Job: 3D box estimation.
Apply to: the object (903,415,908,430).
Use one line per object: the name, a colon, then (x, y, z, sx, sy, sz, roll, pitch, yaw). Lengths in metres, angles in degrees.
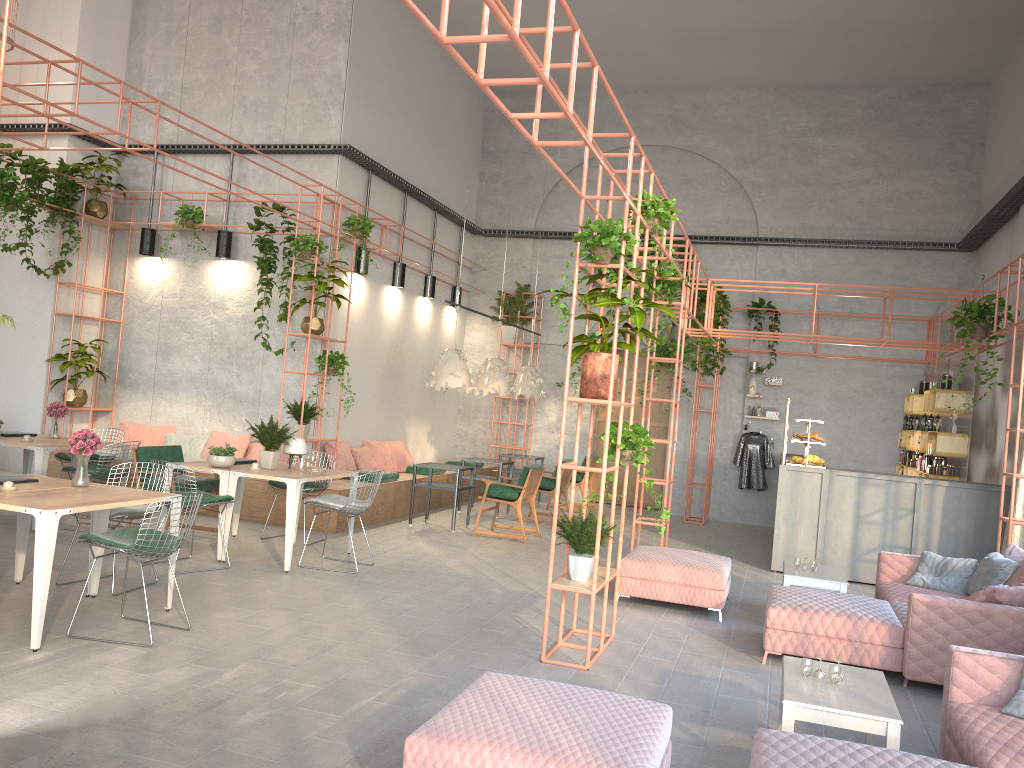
object: (6.092, 0.565, 13.717, 0.066, 0.291, 0.066, 5, -1, -13)

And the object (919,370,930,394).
object: (6.095, -0.017, 13.108, 0.134, 0.386, 0.134, 6, -1, -39)

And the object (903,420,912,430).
object: (6.069, 0.633, 13.610, 0.115, 0.147, 0.115, 6, -1, -28)

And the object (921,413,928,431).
object: (5.528, 0.484, 11.884, 0.066, 0.291, 0.066, 5, -1, -13)

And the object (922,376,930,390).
object: (6.181, 0.035, 13.279, 0.134, 0.301, 0.134, 5, -1, 6)

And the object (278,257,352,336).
object: (-2.344, -1.059, 10.634, 0.903, 0.947, 0.934, 5, -1, -21)

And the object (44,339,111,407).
object: (-5.760, -0.163, 11.674, 0.903, 0.919, 0.934, 5, -1, -11)

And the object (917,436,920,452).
object: (5.523, 0.809, 11.916, 0.131, 0.207, 0.131, 6, -1, -28)

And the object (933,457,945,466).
object: (5.259, 0.958, 10.921, 0.115, 0.107, 0.115, 5, -1, -16)

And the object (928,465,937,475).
object: (5.169, 1.054, 10.878, 0.115, 0.107, 0.115, 5, -1, -16)

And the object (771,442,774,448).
object: (4.278, 0.993, 14.552, 0.070, 0.146, 0.033, 5, -1, -11)

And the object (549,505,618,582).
object: (0.477, 1.093, 6.125, 0.438, 0.527, 0.368, 5, -1, 17)

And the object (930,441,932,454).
object: (5.179, 0.770, 10.895, 0.069, 0.191, 0.069, 6, -1, -37)

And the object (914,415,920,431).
object: (6.243, 0.577, 13.669, 0.066, 0.291, 0.066, 6, -1, -33)

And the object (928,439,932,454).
object: (5.227, 0.777, 11.051, 0.069, 0.191, 0.069, 4, -1, 29)

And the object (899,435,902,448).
object: (6.087, 0.890, 13.750, 0.131, 0.207, 0.131, 6, -1, -28)

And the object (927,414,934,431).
object: (5.602, 0.491, 11.862, 0.066, 0.291, 0.066, 5, -1, 24)

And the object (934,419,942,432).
object: (5.233, 0.508, 10.891, 0.083, 0.159, 0.083, 6, -1, -28)

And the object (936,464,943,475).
object: (5.203, 1.044, 10.785, 0.073, 0.131, 0.073, 5, -1, 10)

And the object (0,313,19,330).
object: (-3.067, -0.343, 4.486, 0.900, 1.100, 0.894, 6, -1, -44)

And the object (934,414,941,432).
object: (5.679, 0.497, 11.835, 0.066, 0.291, 0.066, 6, -1, -33)

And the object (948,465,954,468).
object: (5.380, 1.061, 10.875, 0.073, 0.131, 0.073, 5, -1, -11)

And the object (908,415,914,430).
object: (6.166, 0.571, 13.695, 0.066, 0.291, 0.066, 5, -1, 24)

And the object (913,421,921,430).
object: (6.194, 0.643, 13.571, 0.115, 0.147, 0.115, 6, -1, -28)

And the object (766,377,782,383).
object: (4.291, -0.067, 14.541, 0.263, 0.101, 0.013, 5, -1, 17)

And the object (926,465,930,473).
object: (5.207, 1.060, 11.002, 0.115, 0.107, 0.115, 5, -1, 14)

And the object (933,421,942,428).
object: (5.630, 0.563, 11.737, 0.115, 0.147, 0.115, 5, -1, 26)

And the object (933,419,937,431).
object: (5.260, 0.511, 10.978, 0.083, 0.159, 0.083, 6, -1, -28)

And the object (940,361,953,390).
object: (5.530, -0.098, 11.274, 0.134, 0.386, 0.134, 5, -1, 6)

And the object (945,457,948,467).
object: (5.564, 1.027, 11.423, 0.072, 0.248, 0.094, 5, -1, 17)

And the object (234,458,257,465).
object: (-2.785, 0.772, 8.877, 0.268, 0.031, 0.427, 5, -1, 17)

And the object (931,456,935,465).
object: (5.413, 0.992, 11.370, 0.072, 0.287, 0.074, 6, -1, -41)

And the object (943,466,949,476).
object: (5.287, 1.064, 10.841, 0.115, 0.107, 0.115, 5, -1, 23)

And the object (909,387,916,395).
object: (5.957, 0.104, 13.177, 0.088, 0.123, 0.088, 5, -1, -17)

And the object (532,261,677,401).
object: (0.647, -0.366, 6.044, 0.924, 0.946, 0.923, 5, -1, -17)

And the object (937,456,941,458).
object: (5.498, 1.022, 11.446, 0.072, 0.248, 0.094, 5, -1, 17)

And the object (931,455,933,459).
object: (5.428, 1.016, 11.462, 0.072, 0.248, 0.094, 5, -1, 17)

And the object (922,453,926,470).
object: (5.360, 1.010, 11.485, 0.072, 0.248, 0.094, 5, -1, 17)

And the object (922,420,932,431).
object: (5.505, 0.553, 11.776, 0.115, 0.147, 0.115, 5, -1, 26)

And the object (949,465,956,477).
object: (5.341, 1.055, 10.748, 0.073, 0.131, 0.073, 5, -1, 10)

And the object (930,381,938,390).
object: (5.393, 0.023, 11.344, 0.088, 0.123, 0.088, 5, -1, -17)

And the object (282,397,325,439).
object: (-2.547, 0.399, 10.718, 0.438, 0.527, 0.368, 5, -1, 17)

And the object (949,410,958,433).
object: (5.279, 0.450, 10.604, 0.075, 0.273, 0.075, 5, -1, 6)

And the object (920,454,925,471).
object: (5.385, 1.029, 11.590, 0.073, 0.219, 0.105, 5, -1, 23)

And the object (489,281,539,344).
object: (0.038, -1.248, 15.640, 0.894, 1.101, 0.900, 5, -1, -14)

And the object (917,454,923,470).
object: (5.445, 1.043, 11.822, 0.070, 0.209, 0.070, 5, -1, -23)
